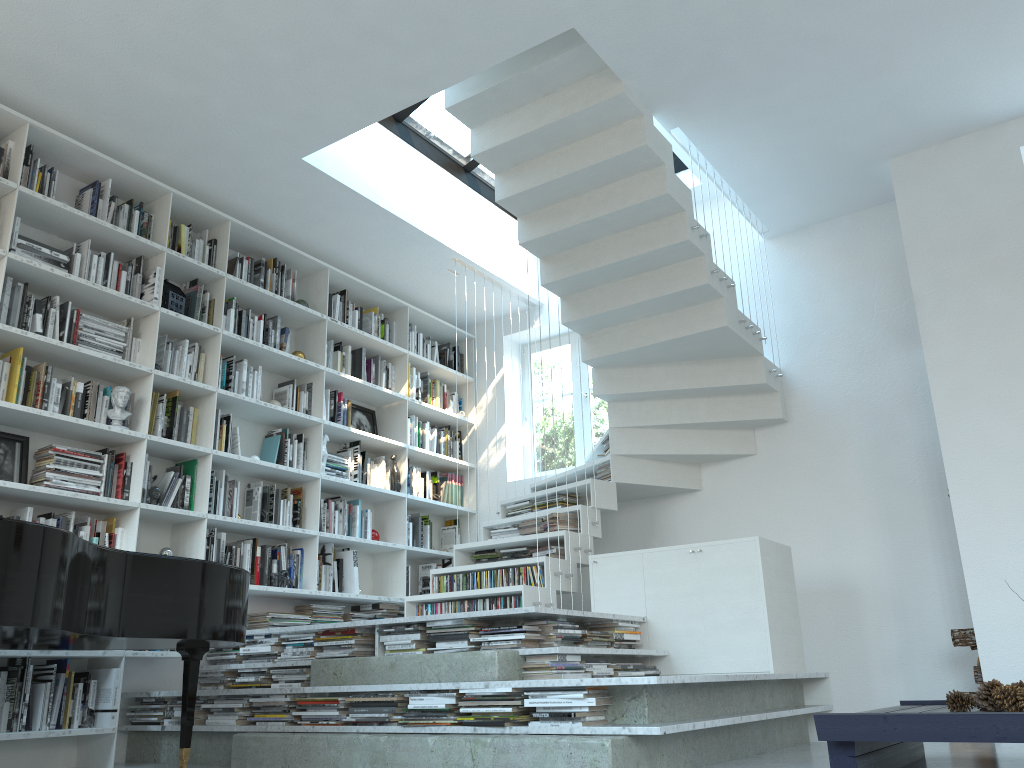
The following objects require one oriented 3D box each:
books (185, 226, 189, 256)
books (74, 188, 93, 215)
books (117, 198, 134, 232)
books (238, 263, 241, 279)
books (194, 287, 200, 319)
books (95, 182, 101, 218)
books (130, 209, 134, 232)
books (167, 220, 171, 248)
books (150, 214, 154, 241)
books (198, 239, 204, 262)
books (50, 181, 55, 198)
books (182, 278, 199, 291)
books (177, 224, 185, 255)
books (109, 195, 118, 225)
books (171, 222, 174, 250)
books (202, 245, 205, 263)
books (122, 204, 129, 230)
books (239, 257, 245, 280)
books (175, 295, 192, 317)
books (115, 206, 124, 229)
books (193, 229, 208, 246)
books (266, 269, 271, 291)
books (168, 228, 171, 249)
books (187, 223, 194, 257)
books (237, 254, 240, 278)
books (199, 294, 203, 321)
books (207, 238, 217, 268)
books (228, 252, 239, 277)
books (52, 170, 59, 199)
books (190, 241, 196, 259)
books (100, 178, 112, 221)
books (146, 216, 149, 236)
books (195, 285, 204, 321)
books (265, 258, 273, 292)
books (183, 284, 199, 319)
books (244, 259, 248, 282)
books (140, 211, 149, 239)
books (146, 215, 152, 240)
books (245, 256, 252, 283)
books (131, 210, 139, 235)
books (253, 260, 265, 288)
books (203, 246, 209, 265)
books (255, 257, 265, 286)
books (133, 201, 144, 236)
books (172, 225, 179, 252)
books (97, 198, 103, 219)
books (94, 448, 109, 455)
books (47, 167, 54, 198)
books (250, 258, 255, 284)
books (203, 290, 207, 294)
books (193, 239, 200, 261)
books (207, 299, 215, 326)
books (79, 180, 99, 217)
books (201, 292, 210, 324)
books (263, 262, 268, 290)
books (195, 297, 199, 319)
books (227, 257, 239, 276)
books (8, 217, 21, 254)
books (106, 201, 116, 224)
[{"bbox_3d":[-2.028,-0.808,5.377,0.151,0.273,0.030,-14,-21,32],"label":"books"},{"bbox_3d":[-2.372,-0.947,4.891,0.151,0.244,0.012,-14,-21,32],"label":"books"},{"bbox_3d":[-2.227,-0.909,5.055,0.180,0.269,0.010,-14,-21,32],"label":"books"},{"bbox_3d":[-1.795,-0.667,5.676,0.160,0.182,0.009,-14,-22,32],"label":"books"},{"bbox_3d":[-1.951,-0.442,5.324,0.181,0.271,0.022,-14,-21,32],"label":"books"},{"bbox_3d":[-2.345,-0.964,4.922,0.157,0.295,0.011,-14,-21,32],"label":"books"},{"bbox_3d":[-2.228,-0.879,5.061,0.179,0.216,0.012,-14,-22,32],"label":"books"},{"bbox_3d":[-2.086,-0.835,5.238,0.191,0.238,0.007,-14,-22,32],"label":"books"},{"bbox_3d":[-2.157,-0.858,5.192,0.137,0.256,0.022,-14,-21,32],"label":"books"},{"bbox_3d":[-1.959,-0.762,5.424,0.170,0.212,0.031,-14,-22,32],"label":"books"},{"bbox_3d":[-2.488,-0.973,4.712,0.152,0.186,0.010,-14,-22,32],"label":"books"},{"bbox_3d":[-1.960,-0.469,5.349,0.143,0.338,0.025,-13,-21,32],"label":"books"},{"bbox_3d":[-2.034,-0.814,5.330,0.191,0.253,0.054,-14,-22,32],"label":"books"},{"bbox_3d":[-2.293,-0.922,5.011,0.140,0.269,0.028,-14,-21,32],"label":"books"},{"bbox_3d":[-2.076,-0.827,5.297,0.142,0.261,0.008,-14,-21,32],"label":"books"},{"bbox_3d":[-1.960,-0.747,5.456,0.162,0.203,0.025,-14,-22,32],"label":"books"},{"bbox_3d":[-2.247,-0.894,5.045,0.154,0.235,0.023,-14,-21,32],"label":"books"},{"bbox_3d":[-1.779,-0.688,5.685,0.174,0.228,0.013,-14,-21,32],"label":"books"},{"bbox_3d":[-1.980,-0.417,5.307,0.156,0.213,0.019,-14,-21,32],"label":"books"},{"bbox_3d":[-2.259,-0.886,5.015,0.166,0.202,0.033,-14,-22,32],"label":"books"},{"bbox_3d":[-1.946,-0.794,5.513,0.128,0.328,0.012,-13,-21,32],"label":"books"},{"bbox_3d":[-1.658,-0.634,5.858,0.160,0.230,0.018,-14,-21,32],"label":"books"},{"bbox_3d":[-2.081,-0.834,5.276,0.157,0.260,0.034,-14,-21,32],"label":"books"},{"bbox_3d":[-2.002,-0.818,5.387,0.167,0.296,0.010,-14,-21,32],"label":"books"},{"bbox_3d":[-1.809,-0.701,5.668,0.173,0.243,0.011,-14,-21,32],"label":"books"},{"bbox_3d":[-1.928,-0.422,5.359,0.159,0.254,0.005,-14,-21,32],"label":"books"},{"bbox_3d":[-1.907,-0.759,5.500,0.186,0.252,0.029,-14,-21,32],"label":"books"},{"bbox_3d":[-1.807,-0.705,5.655,0.173,0.243,0.009,-14,-21,32],"label":"books"},{"bbox_3d":[-2.478,-1.005,4.727,0.143,0.255,0.011,-14,-21,32],"label":"books"},{"bbox_3d":[-1.989,-0.759,5.380,0.173,0.179,0.023,-14,-22,32],"label":"books"},{"bbox_3d":[-2.314,-0.973,4.954,0.186,0.330,0.010,-14,-21,32],"label":"books"},{"bbox_3d":[-2.177,-0.859,5.166,0.145,0.243,0.014,-14,-21,32],"label":"books"},{"bbox_3d":[-1.933,-0.445,5.342,0.179,0.287,0.021,-14,-21,32],"label":"books"},{"bbox_3d":[-1.657,-0.669,5.883,0.179,0.311,0.006,-14,-21,32],"label":"books"},{"bbox_3d":[-1.949,-0.449,5.305,0.190,0.271,0.021,-14,-21,32],"label":"books"},{"bbox_3d":[-1.773,-0.676,5.715,0.163,0.225,0.028,-14,-21,32],"label":"books"},{"bbox_3d":[-2.180,-0.866,5.144,0.161,0.243,0.028,-14,-21,32],"label":"books"},{"bbox_3d":[-2.161,-0.855,5.172,0.153,0.238,0.014,-14,-21,32],"label":"books"},{"bbox_3d":[-1.756,-0.683,5.742,0.161,0.254,0.030,-14,-21,32],"label":"books"},{"bbox_3d":[-2.204,-0.871,5.064,0.193,0.201,0.023,-14,-22,32],"label":"books"},{"bbox_3d":[-1.693,-0.668,5.796,0.185,0.257,0.028,-14,-21,32],"label":"books"},{"bbox_3d":[-1.940,-0.738,5.469,0.182,0.193,0.022,-14,-22,32],"label":"books"},{"bbox_3d":[-1.698,-0.673,5.834,0.167,0.291,0.024,-14,-21,32],"label":"books"},{"bbox_3d":[-2.198,-0.900,5.143,0.138,0.307,0.012,-13,-21,32],"label":"books"},{"bbox_3d":[-2.054,-0.815,5.293,0.171,0.233,0.015,-14,-21,32],"label":"books"},{"bbox_3d":[-2.342,-0.915,4.931,0.147,0.208,0.031,-14,-21,32],"label":"books"},{"bbox_3d":[-2.185,0.493,4.677,0.130,0.298,0.011,-13,-21,32],"label":"books"},{"bbox_3d":[-2.493,-1.012,4.702,0.168,0.254,0.005,-14,-21,32],"label":"books"},{"bbox_3d":[-1.744,-0.677,5.764,0.169,0.255,0.021,-14,-21,32],"label":"books"},{"bbox_3d":[-1.918,-0.424,5.413,0.130,0.291,0.005,-13,-21,32],"label":"books"},{"bbox_3d":[-1.977,-0.763,5.403,0.180,0.201,0.024,-14,-22,32],"label":"books"},{"bbox_3d":[-1.885,-0.392,5.388,0.224,0.213,0.008,-14,-22,32],"label":"books"},{"bbox_3d":[-2.351,-0.970,4.899,0.176,0.291,0.014,-14,-21,32],"label":"books"},{"bbox_3d":[-1.903,-0.416,5.369,0.186,0.247,0.013,-14,-21,32],"label":"books"},{"bbox_3d":[-1.682,-0.659,5.866,0.159,0.284,0.007,-14,-21,32],"label":"books"},{"bbox_3d":[-1.956,-0.410,5.334,0.169,0.216,0.024,-14,-22,32],"label":"books"},{"bbox_3d":[-1.816,-0.695,5.624,0.183,0.205,0.046,-14,-22,32],"label":"books"},{"bbox_3d":[-2.552,-0.701,4.466,0.192,0.248,0.021,-14,-22,32],"label":"books"},{"bbox_3d":[-2.299,-0.907,4.962,0.173,0.210,0.050,-14,-22,32],"label":"books"}]
